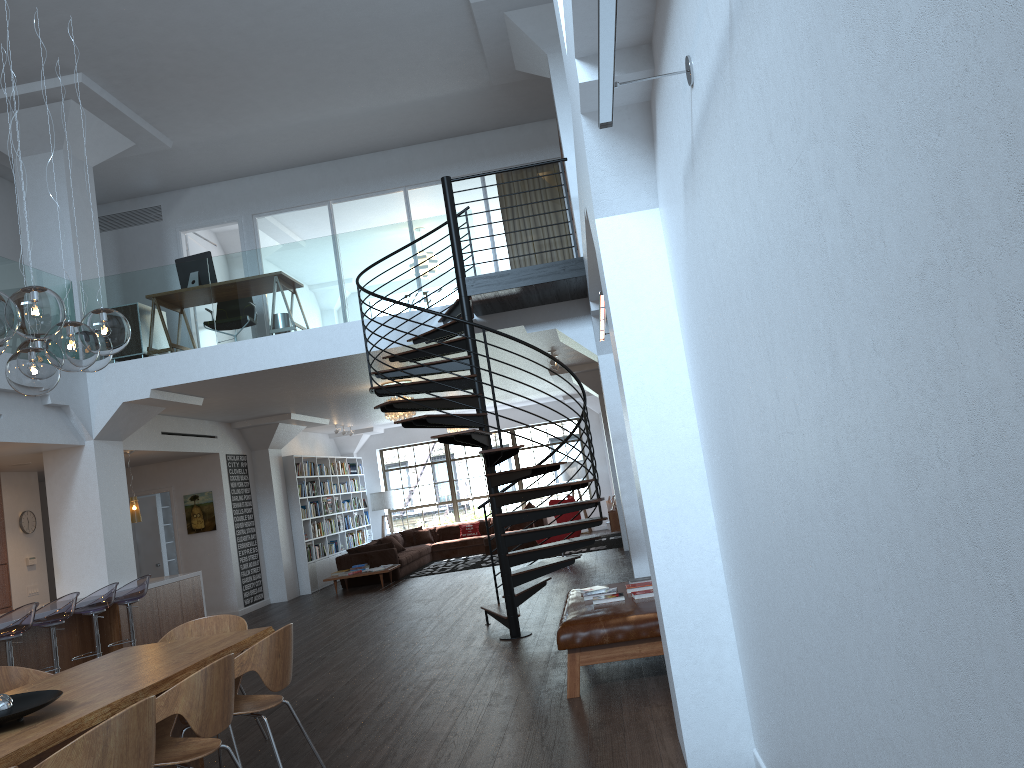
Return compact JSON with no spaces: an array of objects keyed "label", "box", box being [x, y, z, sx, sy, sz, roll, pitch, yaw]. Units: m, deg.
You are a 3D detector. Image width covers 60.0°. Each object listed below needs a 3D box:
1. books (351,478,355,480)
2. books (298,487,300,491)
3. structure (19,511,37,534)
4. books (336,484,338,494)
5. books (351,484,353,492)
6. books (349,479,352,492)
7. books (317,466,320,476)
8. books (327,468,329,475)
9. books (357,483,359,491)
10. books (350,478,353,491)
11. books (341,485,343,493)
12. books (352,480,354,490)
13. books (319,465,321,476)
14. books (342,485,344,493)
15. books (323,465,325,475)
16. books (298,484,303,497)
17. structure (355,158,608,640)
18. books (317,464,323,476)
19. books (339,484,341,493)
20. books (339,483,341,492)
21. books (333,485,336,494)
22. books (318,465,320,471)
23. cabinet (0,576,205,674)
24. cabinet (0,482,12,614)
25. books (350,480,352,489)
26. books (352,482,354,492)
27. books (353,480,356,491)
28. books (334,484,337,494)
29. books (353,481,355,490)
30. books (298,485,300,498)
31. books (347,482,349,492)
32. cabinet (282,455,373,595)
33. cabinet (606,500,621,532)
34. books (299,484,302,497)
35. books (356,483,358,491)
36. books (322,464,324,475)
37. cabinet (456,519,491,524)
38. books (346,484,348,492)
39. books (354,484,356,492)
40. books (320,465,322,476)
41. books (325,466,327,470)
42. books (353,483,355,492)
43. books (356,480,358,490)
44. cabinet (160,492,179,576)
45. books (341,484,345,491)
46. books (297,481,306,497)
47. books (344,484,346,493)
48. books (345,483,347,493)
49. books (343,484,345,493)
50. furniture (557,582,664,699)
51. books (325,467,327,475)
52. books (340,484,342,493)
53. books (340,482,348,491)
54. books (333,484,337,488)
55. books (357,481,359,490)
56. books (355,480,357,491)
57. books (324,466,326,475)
[{"label":"books","box":[-3.476,2.199,19.204,0.176,0.290,0.036,-9,-6,4]},{"label":"books","box":[-3.816,1.918,15.575,0.161,0.182,0.170,-9,-6,5]},{"label":"structure","box":[-6.365,1.818,11.662,0.040,0.300,0.300,-9,-6,5]},{"label":"books","box":[-3.590,2.121,17.886,0.146,0.202,0.027,-9,-6,5]},{"label":"books","box":[-3.490,2.202,18.890,0.161,0.223,0.026,-9,-6,4]},{"label":"books","box":[-3.519,2.168,18.825,0.198,0.284,0.066,-9,-6,4]},{"label":"books","box":[-3.748,1.670,16.932,0.139,0.191,0.036,-9,-6,5]},{"label":"books","box":[-3.681,1.739,17.495,0.110,0.153,0.019,-9,-6,5]},{"label":"books","box":[-3.458,2.241,19.386,0.174,0.240,0.045,-9,-6,4]},{"label":"books","box":[-3.500,2.174,18.934,0.176,0.290,0.053,-9,-6,4]},{"label":"books","box":[-3.554,2.166,18.229,0.126,0.173,0.032,-9,-6,5]},{"label":"books","box":[-3.485,2.198,19.007,0.183,0.253,0.034,-9,-6,4]},{"label":"books","box":[-3.740,1.669,16.992,0.146,0.202,0.027,-9,-6,5]},{"label":"books","box":[-3.537,2.177,18.302,0.106,0.162,0.032,-9,-6,5]},{"label":"books","box":[-3.726,1.681,17.256,0.140,0.231,0.042,-9,-6,5]},{"label":"books","box":[-3.812,1.908,15.760,0.172,0.239,0.093,-9,-6,5]},{"label":"structure","box":[-0.301,0.155,8.298,1.998,4.352,1.998,-5,-7,-34]},{"label":"books","box":[-3.734,1.672,17.159,0.140,0.231,0.042,-9,-6,5]},{"label":"books","box":[-3.572,2.140,18.090,0.127,0.200,0.020,-9,-6,5]},{"label":"books","box":[-3.567,2.141,18.116,0.146,0.202,0.027,-9,-6,5]},{"label":"books","box":[-3.600,2.125,17.770,0.126,0.173,0.032,-9,-6,5]},{"label":"books","box":[-3.751,1.668,16.965,0.146,0.202,0.027,-9,-6,5]},{"label":"cabinet","box":[-4.632,2.734,9.232,0.898,0.796,4.493,-9,-6,5]},{"label":"cabinet","box":[-6.897,2.161,8.578,0.598,2.499,5.299,-9,-6,5]},{"label":"books","box":[-3.497,2.186,18.867,0.160,0.250,0.026,-9,-6,4]},{"label":"books","box":[-3.492,2.196,18.975,0.183,0.253,0.034,-9,-6,4]},{"label":"books","box":[-3.468,2.213,19.167,0.183,0.253,0.034,-9,-6,4]},{"label":"books","box":[-3.598,2.121,17.827,0.139,0.191,0.036,-9,-6,5]},{"label":"books","box":[-3.476,2.221,19.092,0.161,0.223,0.027,-9,-6,4]},{"label":"books","box":[-3.817,1.908,15.654,0.161,0.218,0.101,-9,-6,5]},{"label":"books","box":[-3.528,2.181,18.663,0.158,0.226,0.052,-9,-6,5]},{"label":"cabinet","box":[-3.647,2.670,17.649,0.461,2.414,4.500,-9,-6,5]},{"label":"cabinet","box":[2.084,2.482,17.099,0.459,0.350,4.501,-9,-6,5]},{"label":"books","box":[-3.806,1.904,15.716,0.172,0.235,0.112,-9,-6,5]},{"label":"books","box":[-3.456,2.242,19.316,0.161,0.223,0.027,-9,-6,4]},{"label":"books","box":[-3.734,1.679,17.208,0.158,0.226,0.052,-9,-6,5]},{"label":"cabinet","box":[-0.480,3.304,19.694,1.520,0.625,0.350,-9,-6,5]},{"label":"books","box":[-3.527,2.189,18.572,0.139,0.191,0.036,-9,-6,5]},{"label":"books","box":[-3.481,2.217,19.129,0.174,0.240,0.045,-9,-6,4]},{"label":"books","box":[-3.736,1.678,17.073,0.146,0.202,0.027,-9,-6,5]},{"label":"books","box":[-3.706,1.721,17.435,0.134,0.184,0.030,-9,-6,5]},{"label":"books","box":[-3.483,2.206,19.052,0.171,0.246,0.057,-9,-6,4]},{"label":"books","box":[-3.463,2.231,19.347,0.183,0.253,0.034,-9,-6,4]},{"label":"cabinet","box":[-6.321,2.531,15.188,0.527,2.991,2.630,-9,-6,5]},{"label":"books","box":[-3.546,2.181,18.431,0.134,0.184,0.030,-9,-6,5]},{"label":"books","box":[-3.789,1.891,15.877,0.176,0.290,0.053,-9,-6,5]},{"label":"books","box":[-3.536,2.185,18.456,0.128,0.178,0.021,-9,-6,5]},{"label":"books","box":[-3.534,2.183,18.532,0.136,0.196,0.045,-9,-6,5]},{"label":"books","box":[-3.547,2.181,18.405,0.128,0.178,0.022,-9,-6,5]},{"label":"furniture","box":[0.831,1.761,6.434,0.907,0.453,1.819,-9,-6,5]},{"label":"books","box":[-3.701,1.718,17.387,0.128,0.178,0.022,-9,-6,5]},{"label":"books","box":[-3.564,2.152,18.175,0.139,0.191,0.036,-9,-6,5]},{"label":"books","box":[-3.530,2.174,18.614,0.140,0.231,0.042,-9,-6,5]},{"label":"books","box":[-3.601,2.120,17.860,0.146,0.202,0.027,-9,-6,5]},{"label":"books","box":[-3.443,2.251,19.419,0.161,0.223,0.026,-9,-6,4]},{"label":"books","box":[-3.468,2.219,19.250,0.180,0.259,0.060,-9,-6,4]},{"label":"books","box":[-3.714,1.703,17.294,0.139,0.191,0.036,-9,-6,5]}]
